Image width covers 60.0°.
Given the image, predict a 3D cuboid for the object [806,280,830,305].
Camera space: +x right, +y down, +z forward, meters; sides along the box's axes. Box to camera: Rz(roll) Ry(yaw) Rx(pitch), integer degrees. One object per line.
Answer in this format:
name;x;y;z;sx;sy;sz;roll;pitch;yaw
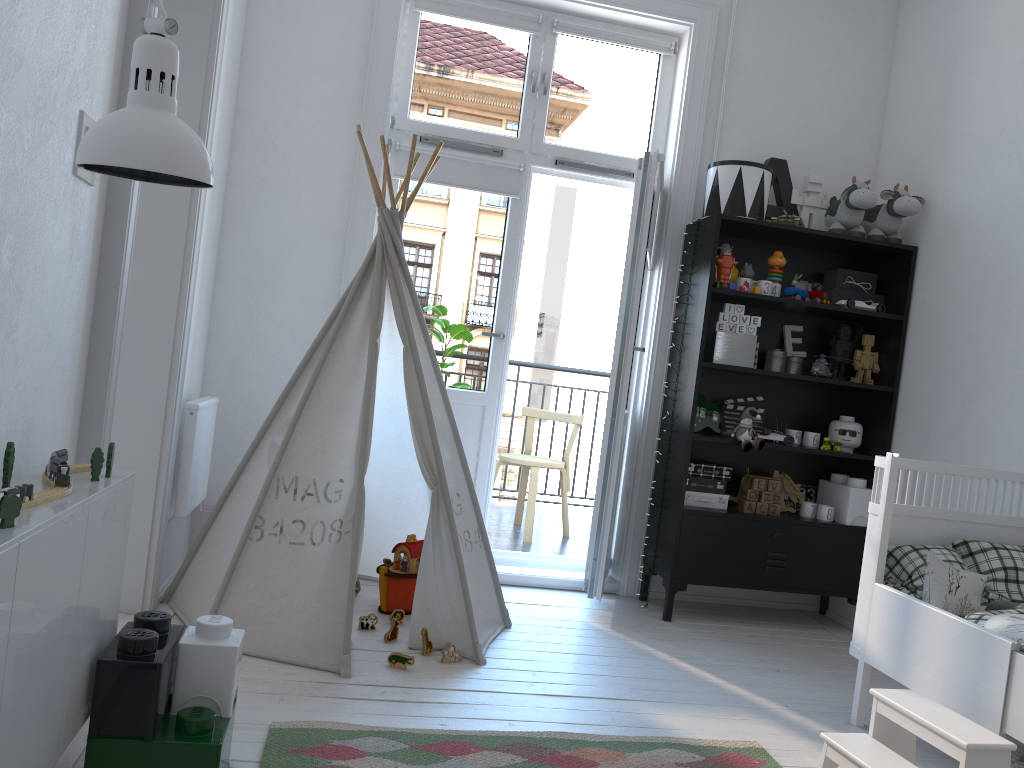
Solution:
object;1.322;-0.395;3.859;0.087;0.112;0.121;6;1;-40

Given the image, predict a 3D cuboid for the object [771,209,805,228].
object;1.178;-0.702;3.779;0.121;0.100;0.338;8;1;24

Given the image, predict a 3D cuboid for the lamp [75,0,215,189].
lamp;-0.617;-0.650;1.168;0.200;0.656;0.651;8;1;23

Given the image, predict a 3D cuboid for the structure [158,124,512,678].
structure;-0.491;-0.039;3.120;1.143;1.750;1.142;7;1;-35

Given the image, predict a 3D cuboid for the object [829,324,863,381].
object;1.473;-0.137;3.936;0.117;0.259;0.081;7;1;-11

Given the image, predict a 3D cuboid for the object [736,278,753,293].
object;0.973;-0.409;3.728;0.067;0.067;0.067;7;1;-10

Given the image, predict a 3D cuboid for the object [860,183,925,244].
object;1.588;-0.724;3.845;0.211;0.253;0.386;7;1;-27

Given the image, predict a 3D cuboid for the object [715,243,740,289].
object;0.896;-0.488;3.711;0.105;0.203;0.072;7;1;-3

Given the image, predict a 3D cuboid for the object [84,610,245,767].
object;-0.692;0.651;1.790;0.246;0.332;0.246;7;1;-11

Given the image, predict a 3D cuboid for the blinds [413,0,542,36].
blinds;-0.147;-1.626;3.888;0.565;0.087;0.032;7;1;-11

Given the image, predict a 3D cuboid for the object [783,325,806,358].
object;1.277;-0.192;4.007;0.107;0.151;0.055;7;1;-11

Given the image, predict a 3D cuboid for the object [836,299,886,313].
object;1.492;-0.334;3.802;0.231;0.048;0.098;7;1;-21

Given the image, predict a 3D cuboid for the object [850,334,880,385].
object;1.556;-0.106;3.889;0.114;0.221;0.052;7;1;-11

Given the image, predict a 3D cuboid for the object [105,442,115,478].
object;-0.785;0.148;1.732;0.009;0.067;0.054;7;1;-19

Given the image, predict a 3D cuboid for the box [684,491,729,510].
box;0.800;0.488;3.826;0.216;0.062;0.179;7;1;-11

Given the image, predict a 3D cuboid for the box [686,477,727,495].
box;0.789;0.425;3.821;0.216;0.062;0.179;7;1;-11

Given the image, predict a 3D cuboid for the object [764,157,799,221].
object;1.159;-0.829;3.957;0.343;0.344;0.057;7;1;-11

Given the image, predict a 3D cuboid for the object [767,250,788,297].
object;1.121;-0.464;3.777;0.077;0.213;0.077;8;1;23

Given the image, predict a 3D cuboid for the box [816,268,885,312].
box;1.512;-0.405;3.945;0.251;0.189;0.179;7;1;-11

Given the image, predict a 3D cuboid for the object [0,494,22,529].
object;-0.693;0.175;1.222;0.006;0.046;0.037;8;1;16

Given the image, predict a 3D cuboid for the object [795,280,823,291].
object;1.438;-0.388;4.039;0.347;0.132;0.037;7;1;-11

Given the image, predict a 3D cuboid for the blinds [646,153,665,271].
blinds;0.613;-0.712;3.777;0.032;0.390;0.565;7;1;10

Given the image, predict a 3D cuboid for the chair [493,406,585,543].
chair;0.114;0.501;5.089;0.436;0.715;0.498;8;1;34

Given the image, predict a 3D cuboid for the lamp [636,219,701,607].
lamp;1.107;0.179;3.913;0.985;1.684;0.095;7;1;-13

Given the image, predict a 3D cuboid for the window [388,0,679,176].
window;0.116;-1.342;3.968;1.263;0.660;0.101;7;1;-11

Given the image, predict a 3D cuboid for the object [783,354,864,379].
object;1.341;-0.075;3.862;0.368;0.106;0.349;7;1;-9

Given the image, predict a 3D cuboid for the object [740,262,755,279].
object;1.026;-0.451;3.885;0.063;0.160;0.063;7;1;-32

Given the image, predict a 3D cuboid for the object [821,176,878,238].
object;1.440;-0.742;3.813;0.154;0.253;0.370;7;1;-2

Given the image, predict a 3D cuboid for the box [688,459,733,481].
box;0.815;0.367;3.825;0.216;0.062;0.179;7;1;-11

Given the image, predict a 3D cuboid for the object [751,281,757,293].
object;1.017;-0.404;3.781;0.067;0.067;0.067;7;1;-36

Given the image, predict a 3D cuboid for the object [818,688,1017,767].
object;0.951;0.904;2.105;0.288;0.246;0.332;7;1;-15

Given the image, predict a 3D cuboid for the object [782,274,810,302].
object;1.222;-0.407;3.798;0.121;0.126;0.087;7;1;-33

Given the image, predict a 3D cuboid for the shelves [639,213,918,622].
shelves;1.143;0.188;3.856;0.911;1.678;0.353;7;1;-11

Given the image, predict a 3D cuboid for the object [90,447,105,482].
object;-0.779;0.151;1.664;0.007;0.063;0.029;8;1;17

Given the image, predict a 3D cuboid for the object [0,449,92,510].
object;-0.767;0.164;1.362;0.111;0.047;0.902;7;1;-16

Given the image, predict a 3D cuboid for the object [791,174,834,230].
object;1.330;-0.780;3.959;0.190;0.290;0.065;7;1;-6

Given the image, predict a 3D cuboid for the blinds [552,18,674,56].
blinds;0.461;-1.564;4.001;0.565;0.060;0.032;7;1;-11

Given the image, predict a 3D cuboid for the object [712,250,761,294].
object;0.915;-0.482;3.787;0.197;0.197;0.318;7;1;-14

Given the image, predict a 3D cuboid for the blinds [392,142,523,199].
blinds;-0.234;-0.937;3.901;0.565;0.158;0.032;7;1;-11

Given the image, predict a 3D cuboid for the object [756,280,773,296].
object;1.061;-0.398;3.729;0.067;0.067;0.067;7;1;-10

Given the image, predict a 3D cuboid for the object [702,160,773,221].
object;0.980;-0.808;3.850;0.272;0.259;0.395;7;1;18

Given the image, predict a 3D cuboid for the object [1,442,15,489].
object;-0.840;0.136;1.480;0.009;0.081;0.037;7;1;-17

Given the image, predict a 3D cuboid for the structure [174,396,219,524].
structure;-1.177;0.281;3.330;0.075;0.460;0.635;7;1;-14

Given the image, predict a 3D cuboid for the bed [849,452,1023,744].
bed;1.511;0.679;2.167;0.670;0.833;1.403;7;1;-11

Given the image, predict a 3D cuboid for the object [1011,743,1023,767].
object;1.234;0.989;2.189;0.215;0.148;0.240;7;1;-4
